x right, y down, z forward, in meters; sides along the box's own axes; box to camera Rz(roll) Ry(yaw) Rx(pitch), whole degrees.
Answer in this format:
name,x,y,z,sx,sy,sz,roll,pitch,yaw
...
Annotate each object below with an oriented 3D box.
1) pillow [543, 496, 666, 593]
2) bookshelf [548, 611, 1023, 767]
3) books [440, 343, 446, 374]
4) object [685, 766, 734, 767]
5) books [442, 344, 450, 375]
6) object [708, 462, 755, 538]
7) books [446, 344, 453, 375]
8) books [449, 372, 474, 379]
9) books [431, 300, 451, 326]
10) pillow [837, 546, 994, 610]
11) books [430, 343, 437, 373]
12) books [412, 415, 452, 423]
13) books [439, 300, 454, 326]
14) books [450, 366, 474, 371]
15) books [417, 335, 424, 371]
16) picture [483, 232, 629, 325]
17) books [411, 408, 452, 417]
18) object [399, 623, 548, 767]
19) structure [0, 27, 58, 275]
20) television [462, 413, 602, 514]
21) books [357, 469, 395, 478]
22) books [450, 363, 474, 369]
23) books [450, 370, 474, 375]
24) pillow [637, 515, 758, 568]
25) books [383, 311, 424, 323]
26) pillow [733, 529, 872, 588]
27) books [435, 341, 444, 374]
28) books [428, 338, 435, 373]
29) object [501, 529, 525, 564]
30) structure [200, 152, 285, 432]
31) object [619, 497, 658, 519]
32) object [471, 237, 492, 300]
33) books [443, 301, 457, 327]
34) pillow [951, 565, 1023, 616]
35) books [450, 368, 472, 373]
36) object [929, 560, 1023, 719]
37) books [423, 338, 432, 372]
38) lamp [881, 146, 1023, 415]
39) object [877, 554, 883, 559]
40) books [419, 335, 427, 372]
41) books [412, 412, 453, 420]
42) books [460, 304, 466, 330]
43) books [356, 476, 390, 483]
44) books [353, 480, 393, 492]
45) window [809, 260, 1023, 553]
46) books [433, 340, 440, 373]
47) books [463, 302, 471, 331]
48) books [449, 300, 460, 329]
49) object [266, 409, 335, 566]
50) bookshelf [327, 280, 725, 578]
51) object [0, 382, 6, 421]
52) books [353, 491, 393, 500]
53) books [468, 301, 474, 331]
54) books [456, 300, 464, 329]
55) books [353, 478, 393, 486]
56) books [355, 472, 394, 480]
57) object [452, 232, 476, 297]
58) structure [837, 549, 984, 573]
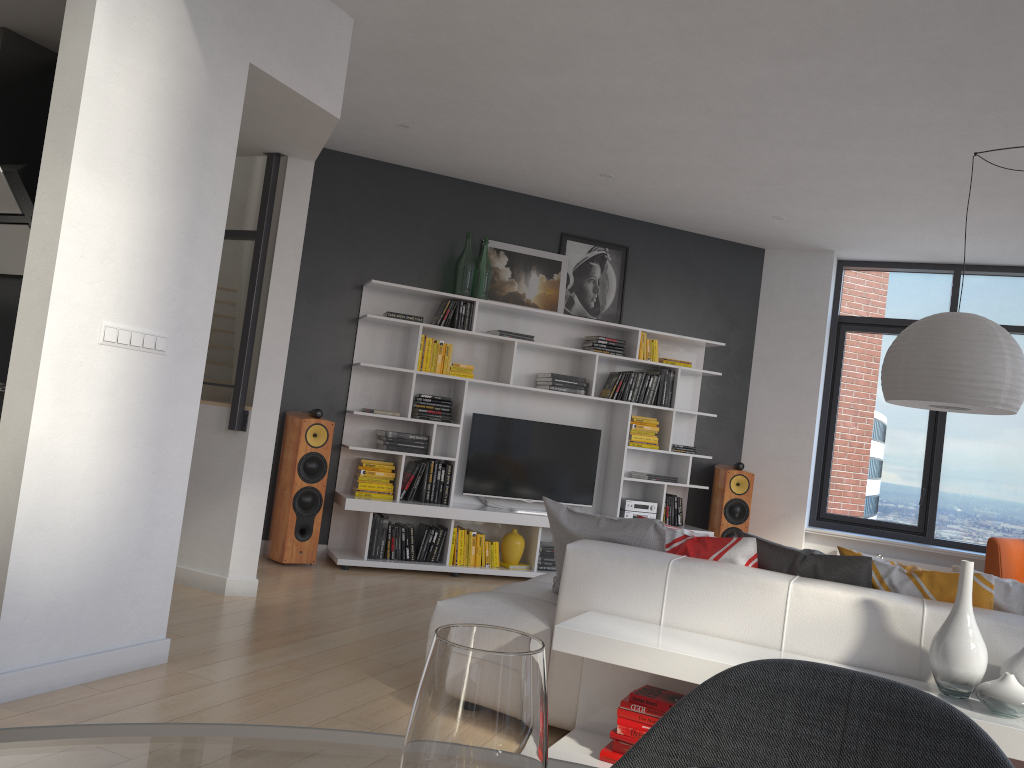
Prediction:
name,x,y,z,sx,sy,sz,roll,pitch,yaw
pillow,1.571,0.862,3.539,2.953,0.453,0.647,7,-3,12
bookshelf,1.357,1.175,2.504,2.600,0.500,0.356,6,-3,25
books,-0.543,-0.187,6.678,0.023,0.239,0.169,8,-3,-20
object,0.187,0.362,0.679,0.258,0.074,0.258,7,-3,5
books,-0.519,-0.181,6.683,0.024,0.234,0.172,8,-3,-20
object,1.804,1.192,7.487,0.290,1.088,0.434,8,-3,-5
books,-0.496,-0.178,6.696,0.024,0.234,0.172,8,-3,-20
books,-0.403,-0.064,6.715,0.190,0.033,0.147,8,-3,-20
books,-0.541,-0.527,6.672,0.096,0.213,0.166,8,-3,-22
pillow,2.220,0.961,3.472,2.095,0.440,0.630,8,-3,-18
books,-0.609,-0.191,6.634,0.024,0.229,0.156,8,-3,-21
books,-0.602,0.263,6.635,0.263,0.026,0.189,8,-3,-22
books,-0.514,-0.522,6.689,0.087,0.214,0.171,8,-3,-20
books,-0.395,-0.115,6.718,0.187,0.014,0.134,8,-3,-20
books,-0.710,-0.228,6.601,0.029,0.270,0.204,8,-3,-20
picture,0.352,-0.885,7.160,1.279,0.707,0.076,8,-3,-20
books,-0.608,0.210,6.654,0.266,0.030,0.209,8,-3,-22
object,-0.026,0.253,0.500,0.083,0.220,0.083,7,-3,-4
structure,-2.254,-0.993,3.802,0.898,0.998,0.407,6,-3,25
television,0.164,0.645,6.980,1.102,0.704,0.207,8,-3,-20
books,-1.000,0.654,6.527,0.250,0.035,0.185,8,-3,-17
books,-0.401,-0.136,6.730,0.186,0.026,0.138,8,-3,-20
books,-0.401,-0.087,6.720,0.196,0.011,0.148,8,-3,-20
pillow,1.520,0.868,3.196,2.250,0.449,0.575,6,-3,22
books,-0.807,-0.484,6.555,0.268,0.046,0.208,8,-3,-17
pillow,1.822,0.874,3.070,2.120,0.436,0.608,6,-3,20
books,-0.568,-0.197,6.666,0.035,0.250,0.185,8,-3,-20
books,-0.631,-0.210,6.648,0.015,0.263,0.199,8,-3,-20
object,0.005,1.233,6.756,0.185,0.257,0.185,10,-4,-43
structure,-2.660,-1.053,7.141,4.190,4.339,2.823,6,-3,25
object,0.990,1.031,7.225,0.285,0.174,0.270,8,-3,-20
object,-0.228,-0.880,6.832,0.157,0.507,0.157,8,-3,-7
books,-0.483,-0.518,6.687,0.074,0.212,0.154,8,-3,-21
pillow,2.503,0.987,3.618,2.156,0.456,0.580,10,-4,-39
books,-0.398,-0.101,6.701,0.169,0.018,0.113,8,-3,-19
object,1.407,0.733,2.594,0.319,0.398,0.316,10,-4,-41
books,-0.659,-0.212,6.635,0.044,0.255,0.198,8,-3,-20
lamp,2.652,0.277,2.908,0.710,2.647,3.199,9,-3,-29
object,1.848,1.019,4.716,0.330,0.265,0.330,10,-4,-41
books,-0.689,-0.224,6.618,0.025,0.270,0.213,8,-3,-20
books,-0.598,0.238,6.638,0.270,0.025,0.189,8,-3,-21
books,-0.394,-0.499,6.722,0.021,0.200,0.147,8,-3,-20
books,-1.022,0.699,6.501,0.228,0.024,0.152,8,-3,-16
books,-1.019,0.748,6.509,0.255,0.044,0.198,8,-3,-20
window,3.698,0.171,7.598,1.960,2.402,0.170,6,-3,25
books,-0.594,-0.201,6.659,0.019,0.251,0.180,8,-3,-20
books,-0.366,-0.504,6.734,0.038,0.218,0.169,8,-3,-20
books,-0.438,-0.514,6.705,0.021,0.221,0.156,8,-3,-20
object,-1.510,0.704,6.248,0.290,1.088,0.434,9,-4,-35
bookshelf,0.232,0.473,6.889,3.000,2.052,0.455,8,-3,-20
object,-2.250,0.052,3.731,0.288,0.223,0.315,9,-3,-24
books,-1.020,0.809,6.494,0.270,0.029,0.204,8,-3,-15
books,-0.337,-0.507,6.737,0.019,0.230,0.174,8,-3,-20
books,-0.416,-0.517,6.719,0.025,0.232,0.176,8,-3,-20
books,-1.023,0.718,6.523,0.263,0.015,0.198,8,-3,-17
books,-1.014,0.680,6.524,0.251,0.019,0.180,8,-3,-20
object,-0.352,-0.901,6.724,0.157,0.507,0.157,8,-3,-7
structure,3.394,1.697,7.205,1.474,0.460,0.110,6,-3,25
